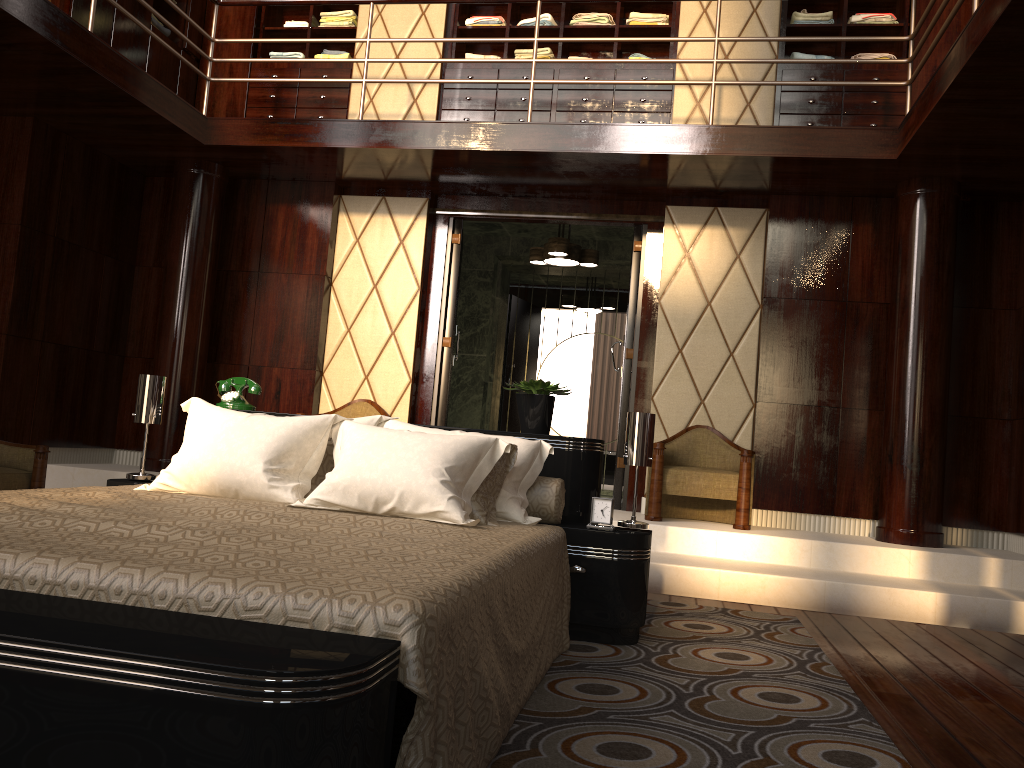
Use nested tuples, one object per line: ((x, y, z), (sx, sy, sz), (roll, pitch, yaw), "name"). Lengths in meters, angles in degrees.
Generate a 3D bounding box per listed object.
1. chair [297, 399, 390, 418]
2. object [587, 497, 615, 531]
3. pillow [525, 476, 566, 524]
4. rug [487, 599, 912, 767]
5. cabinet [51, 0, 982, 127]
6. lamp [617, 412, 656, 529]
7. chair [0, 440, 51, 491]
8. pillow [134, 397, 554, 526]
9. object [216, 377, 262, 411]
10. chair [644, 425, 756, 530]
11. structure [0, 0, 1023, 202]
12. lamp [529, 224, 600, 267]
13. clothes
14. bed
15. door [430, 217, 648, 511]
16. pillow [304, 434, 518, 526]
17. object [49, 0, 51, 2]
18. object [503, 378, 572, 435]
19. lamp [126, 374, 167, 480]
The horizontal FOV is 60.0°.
((-0.986, 0.349, 5.316), (0.571, 0.550, 0.462), (4, -4, 11), "chair")
((0.293, 0.423, 2.889), (0.088, 0.103, 0.034), (3, -4, 19), "object")
((-0.507, 0.346, 3.117), (1.396, 0.167, 0.173), (4, -4, 11), "pillow")
((-0.582, 0.712, 2.139), (2.910, 0.006, 3.735), (4, -4, 11), "rug")
((0.228, -2.541, 5.150), (6.767, 2.432, 2.576), (4, -4, 11), "cabinet")
((0.424, 0.291, 3.002), (0.106, 0.385, 0.109), (4, -4, 18), "lamp")
((-2.536, 0.414, 4.145), (0.462, 0.550, 0.571), (4, -4, 11), "chair")
((-0.548, 0.241, 2.812), (1.322, 0.320, 0.685), (4, -4, 12), "pillow")
((-1.088, 0.038, 3.521), (0.158, 0.131, 0.178), (7, -5, -27), "object")
((1.044, 0.494, 4.927), (0.571, 0.550, 0.462), (4, -4, 11), "chair")
((-0.164, -0.741, 3.777), (6.107, 3.189, 3.750), (4, -4, 11), "structure")
((0.330, -1.045, 6.413), (0.467, 0.347, 0.515), (1, -5, 41), "lamp")
((-0.062, -2.546, 5.941), (4.996, 0.954, 0.818), (5, -4, 4), "clothes")
((-0.665, 0.385, 2.302), (1.985, 0.660, 2.381), (4, -4, 11), "bed")
((0.152, -0.127, 6.007), (1.435, 1.820, 0.828), (4, -4, 10), "door")
((-0.530, 0.266, 2.781), (1.123, 0.271, 0.293), (4, -4, 11), "pillow")
((-2.452, -2.150, 4.472), (0.258, 0.974, 0.275), (4, -4, 11), "object")
((0.092, 0.086, 3.296), (0.256, 0.205, 0.241), (5, -4, -7), "object")
((-1.360, 0.161, 3.309), (0.106, 0.385, 0.109), (4, -4, 18), "lamp")
